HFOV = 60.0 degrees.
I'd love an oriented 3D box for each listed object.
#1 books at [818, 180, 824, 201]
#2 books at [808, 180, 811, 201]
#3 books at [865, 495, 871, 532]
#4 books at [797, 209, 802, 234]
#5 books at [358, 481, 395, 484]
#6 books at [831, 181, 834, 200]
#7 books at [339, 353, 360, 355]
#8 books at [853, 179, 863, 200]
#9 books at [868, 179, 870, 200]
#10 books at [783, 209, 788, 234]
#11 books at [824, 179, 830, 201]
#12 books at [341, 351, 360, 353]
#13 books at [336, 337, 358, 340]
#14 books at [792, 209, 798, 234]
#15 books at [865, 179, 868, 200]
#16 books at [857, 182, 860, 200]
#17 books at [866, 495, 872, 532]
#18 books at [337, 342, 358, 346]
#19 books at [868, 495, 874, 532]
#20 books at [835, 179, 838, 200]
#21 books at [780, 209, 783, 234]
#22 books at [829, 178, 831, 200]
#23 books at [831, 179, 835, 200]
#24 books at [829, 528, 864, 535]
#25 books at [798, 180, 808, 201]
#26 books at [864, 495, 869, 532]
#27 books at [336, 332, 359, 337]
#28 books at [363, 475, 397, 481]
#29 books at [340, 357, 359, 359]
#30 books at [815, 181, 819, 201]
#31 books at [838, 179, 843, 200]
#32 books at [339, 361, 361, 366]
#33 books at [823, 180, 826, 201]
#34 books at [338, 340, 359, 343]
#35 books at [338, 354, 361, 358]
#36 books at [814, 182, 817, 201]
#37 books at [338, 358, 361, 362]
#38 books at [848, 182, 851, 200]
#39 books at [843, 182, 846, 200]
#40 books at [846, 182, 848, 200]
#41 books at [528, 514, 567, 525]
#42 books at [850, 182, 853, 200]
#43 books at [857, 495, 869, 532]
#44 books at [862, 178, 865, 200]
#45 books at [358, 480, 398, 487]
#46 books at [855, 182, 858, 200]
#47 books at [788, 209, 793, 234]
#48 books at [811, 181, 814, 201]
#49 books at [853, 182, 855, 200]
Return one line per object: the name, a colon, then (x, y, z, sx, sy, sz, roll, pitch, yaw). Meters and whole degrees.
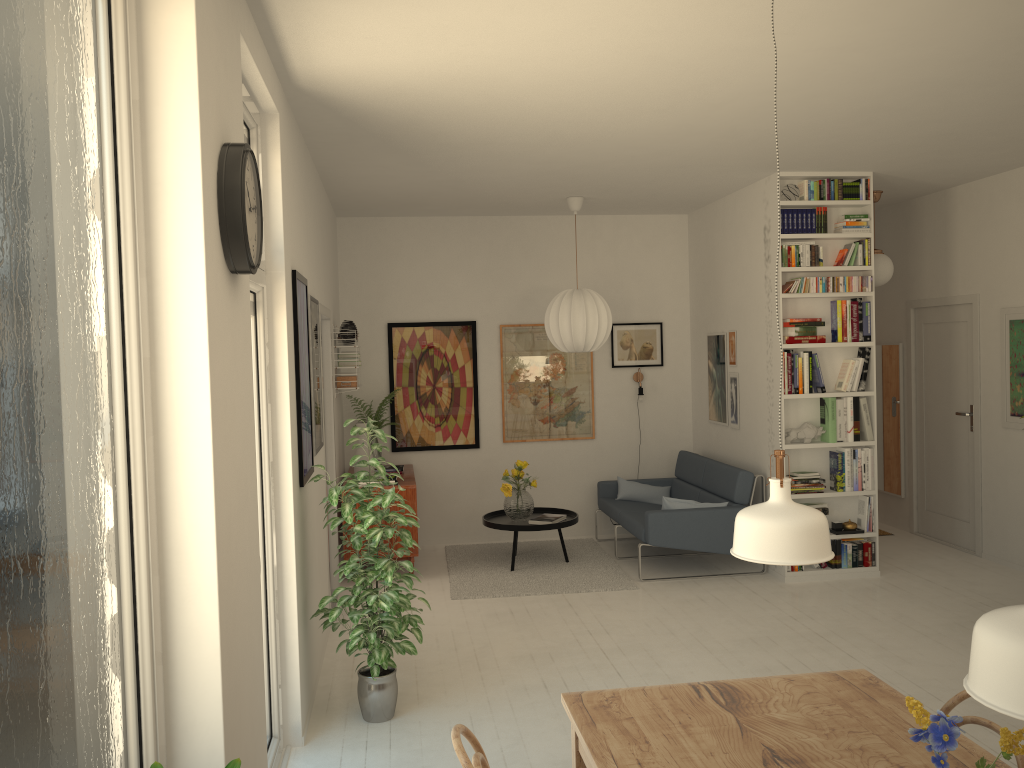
books: (2.176, -1.371, 6.358, 0.028, 0.147, 0.192, -2, 2, -8)
books: (2.089, -1.370, 6.362, 0.013, 0.146, 0.208, -2, 2, -8)
books: (2.566, 0.939, 6.459, 0.033, 0.258, 0.130, -2, 2, -8)
books: (2.023, -1.151, 6.360, 0.034, 0.178, 0.188, -2, 2, -8)
books: (-1.032, 0.727, 6.672, 0.296, 0.015, 0.240, -2, 2, -8)
books: (2.257, -1.371, 6.377, 0.019, 0.137, 0.201, -2, 2, -8)
books: (-1.337, -0.248, 7.316, 0.153, 0.013, 0.197, -2, 2, -5)
books: (2.475, -1.384, 6.380, 0.019, 0.157, 0.150, -2, 2, -8)
books: (2.526, -1.389, 6.443, 0.014, 0.154, 0.260, -2, 2, -8)
books: (1.919, -1.147, 6.346, 0.034, 0.178, 0.188, -2, 2, -8)
books: (2.222, -1.379, 6.388, 0.024, 0.156, 0.228, -2, 2, -8)
books: (-1.331, -0.262, 7.315, 0.147, 0.016, 0.195, -2, 2, -10)
books: (-1.303, -0.359, 7.004, 0.155, 0.024, 0.136, -2, 2, -15)
books: (1.988, -1.150, 6.355, 0.034, 0.178, 0.188, -2, 2, -8)
books: (2.512, -1.385, 6.419, 0.021, 0.151, 0.228, -2, 2, -8)
books: (2.455, -1.373, 6.378, 0.017, 0.130, 0.150, -2, 2, -8)
books: (2.581, 0.936, 6.489, 0.008, 0.256, 0.184, -2, 2, -8)
books: (-1.300, -0.314, 7.010, 0.159, 0.028, 0.147, -2, 2, -11)
books: (2.590, 0.936, 6.478, 0.007, 0.257, 0.181, -2, 2, -8)
books: (2.288, -1.380, 6.399, 0.032, 0.154, 0.212, -2, 2, -8)
books: (1.884, -1.146, 6.341, 0.034, 0.178, 0.188, -2, 2, -8)
books: (2.241, -1.380, 6.385, 0.012, 0.157, 0.220, -2, 2, -8)
books: (2.269, -1.378, 6.385, 0.009, 0.151, 0.208, -2, 2, -8)
books: (2.412, 1.062, 6.410, 0.215, 0.023, 0.130, -2, 2, -8)
books: (2.072, -1.370, 6.342, 0.026, 0.149, 0.155, -2, 2, -8)
books: (2.552, 0.938, 6.493, 0.030, 0.256, 0.198, -2, 2, -8)
books: (-1.291, -0.390, 6.999, 0.178, 0.036, 0.145, -2, 2, -14)
books: (-1.022, 0.711, 6.673, 0.311, 0.015, 0.192, -2, 2, -4)
books: (-1.343, -0.214, 7.325, 0.147, 0.012, 0.195, -2, 2, -10)
books: (2.152, -1.369, 6.373, 0.018, 0.141, 0.206, -2, 2, -8)
books: (2.322, -1.380, 6.388, 0.032, 0.152, 0.200, -2, 2, -8)
books: (-1.334, -0.169, 7.319, 0.179, 0.037, 0.190, -2, 2, -8)
books: (2.200, -1.374, 6.377, 0.024, 0.148, 0.188, -2, 2, -8)
books: (-1.293, -0.338, 7.013, 0.158, 0.019, 0.131, -2, 2, -6)
books: (-1.338, -0.230, 7.310, 0.173, 0.023, 0.190, -2, 2, -8)
books: (2.129, -1.364, 6.384, 0.025, 0.131, 0.253, -2, 2, -8)
books: (-1.340, -0.197, 7.309, 0.168, 0.021, 0.197, -2, 2, -5)
books: (2.386, -1.370, 6.368, 0.017, 0.130, 0.150, -2, 2, -8)
books: (2.351, -1.369, 6.364, 0.017, 0.130, 0.150, -2, 2, -8)
books: (2.368, -1.370, 6.366, 0.017, 0.130, 0.150, -2, 2, -8)
books: (0.281, 1.062, 6.958, 0.200, 0.031, 0.289, -1, 2, 27)
books: (2.403, -1.371, 6.371, 0.017, 0.130, 0.150, -2, 2, -8)
books: (2.543, 0.938, 6.489, 0.034, 0.257, 0.209, -2, 2, -8)
books: (2.491, -1.387, 6.420, 0.020, 0.156, 0.229, -2, 2, -8)
books: (-1.023, 0.743, 6.675, 0.320, 0.020, 0.237, -2, 2, -11)
books: (2.438, -1.372, 6.375, 0.017, 0.130, 0.150, -2, 2, -8)
books: (1.953, -1.149, 6.350, 0.034, 0.178, 0.188, -2, 2, -8)
books: (2.111, -1.365, 6.339, 0.023, 0.136, 0.161, -2, 2, -8)
books: (2.421, -1.371, 6.373, 0.017, 0.130, 0.150, -2, 2, -8)
